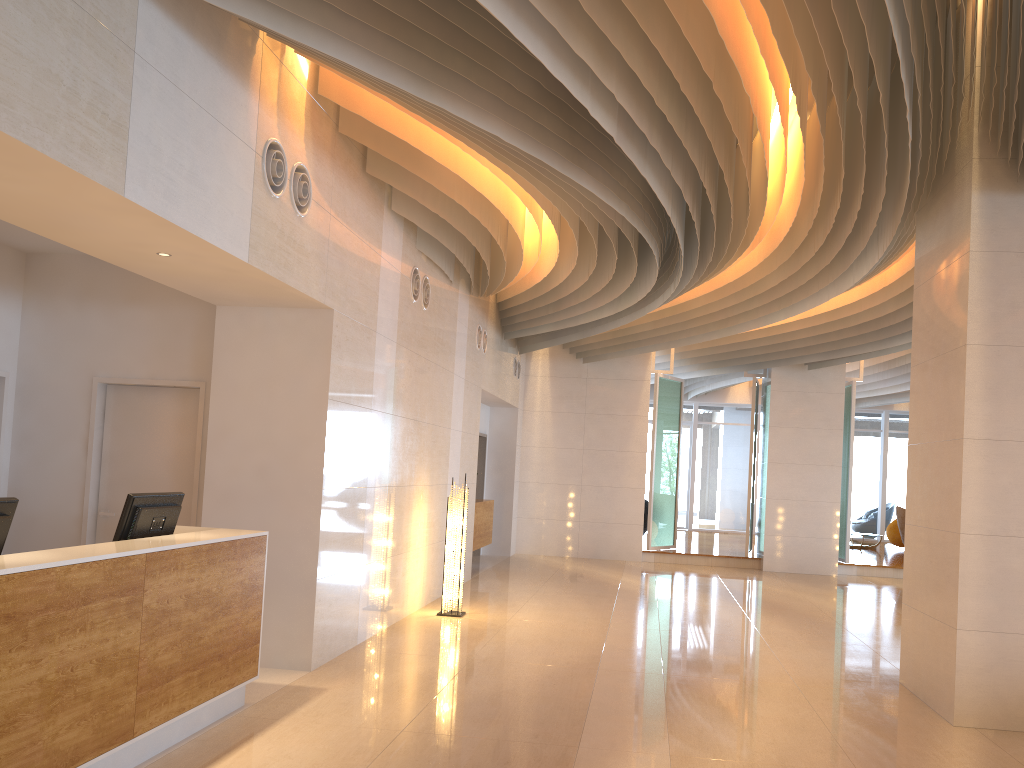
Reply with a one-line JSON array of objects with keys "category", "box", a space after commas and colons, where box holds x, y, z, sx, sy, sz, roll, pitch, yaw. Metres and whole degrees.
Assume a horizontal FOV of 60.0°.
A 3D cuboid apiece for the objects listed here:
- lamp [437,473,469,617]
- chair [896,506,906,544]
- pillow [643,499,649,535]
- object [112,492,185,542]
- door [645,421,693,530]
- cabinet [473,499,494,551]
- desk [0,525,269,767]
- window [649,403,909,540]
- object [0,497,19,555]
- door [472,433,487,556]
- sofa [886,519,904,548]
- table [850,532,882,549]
[{"category": "lamp", "box": [-0.581, 1.637, 9.101, 0.249, 1.447, 0.252, 3, -2, 8]}, {"category": "chair", "box": [8.344, 2.997, 17.896, 1.125, 1.002, 1.537, 2, -5, 16]}, {"category": "pillow", "box": [2.014, 2.615, 17.465, 1.513, 1.003, 1.144, 3, -4, 5]}, {"category": "object", "box": [-1.965, 0.816, 4.881, 0.352, 0.434, 0.541, 3, -4, 8]}, {"category": "door", "box": [3.920, 2.376, 23.172, 1.452, 2.764, 0.060, 3, -2, 7]}, {"category": "cabinet", "box": [-0.681, 2.014, 12.848, 0.556, 0.660, 1.523, 3, -5, 9]}, {"category": "desk", "box": [-2.482, 1.068, 2.212, 0.893, 1.046, 6.726, 3, -5, 9]}, {"category": "window", "box": [12.466, 0.896, 5.837, 22.502, 3.211, 53.783, 6, -6, -26]}, {"category": "object", "box": [-2.173, 0.673, 3.522, 0.352, 0.434, 0.541, 3, -4, 8]}, {"category": "door", "box": [-0.716, 1.848, 14.712, 0.245, 2.095, 1.416, 3, -3, 9]}, {"category": "sofa", "box": [9.645, 3.296, 19.720, 2.566, 0.899, 1.111, 3, -4, -3]}, {"category": "table", "box": [7.642, 3.472, 19.638, 1.070, 0.317, 0.828, 2, -5, 14]}]
